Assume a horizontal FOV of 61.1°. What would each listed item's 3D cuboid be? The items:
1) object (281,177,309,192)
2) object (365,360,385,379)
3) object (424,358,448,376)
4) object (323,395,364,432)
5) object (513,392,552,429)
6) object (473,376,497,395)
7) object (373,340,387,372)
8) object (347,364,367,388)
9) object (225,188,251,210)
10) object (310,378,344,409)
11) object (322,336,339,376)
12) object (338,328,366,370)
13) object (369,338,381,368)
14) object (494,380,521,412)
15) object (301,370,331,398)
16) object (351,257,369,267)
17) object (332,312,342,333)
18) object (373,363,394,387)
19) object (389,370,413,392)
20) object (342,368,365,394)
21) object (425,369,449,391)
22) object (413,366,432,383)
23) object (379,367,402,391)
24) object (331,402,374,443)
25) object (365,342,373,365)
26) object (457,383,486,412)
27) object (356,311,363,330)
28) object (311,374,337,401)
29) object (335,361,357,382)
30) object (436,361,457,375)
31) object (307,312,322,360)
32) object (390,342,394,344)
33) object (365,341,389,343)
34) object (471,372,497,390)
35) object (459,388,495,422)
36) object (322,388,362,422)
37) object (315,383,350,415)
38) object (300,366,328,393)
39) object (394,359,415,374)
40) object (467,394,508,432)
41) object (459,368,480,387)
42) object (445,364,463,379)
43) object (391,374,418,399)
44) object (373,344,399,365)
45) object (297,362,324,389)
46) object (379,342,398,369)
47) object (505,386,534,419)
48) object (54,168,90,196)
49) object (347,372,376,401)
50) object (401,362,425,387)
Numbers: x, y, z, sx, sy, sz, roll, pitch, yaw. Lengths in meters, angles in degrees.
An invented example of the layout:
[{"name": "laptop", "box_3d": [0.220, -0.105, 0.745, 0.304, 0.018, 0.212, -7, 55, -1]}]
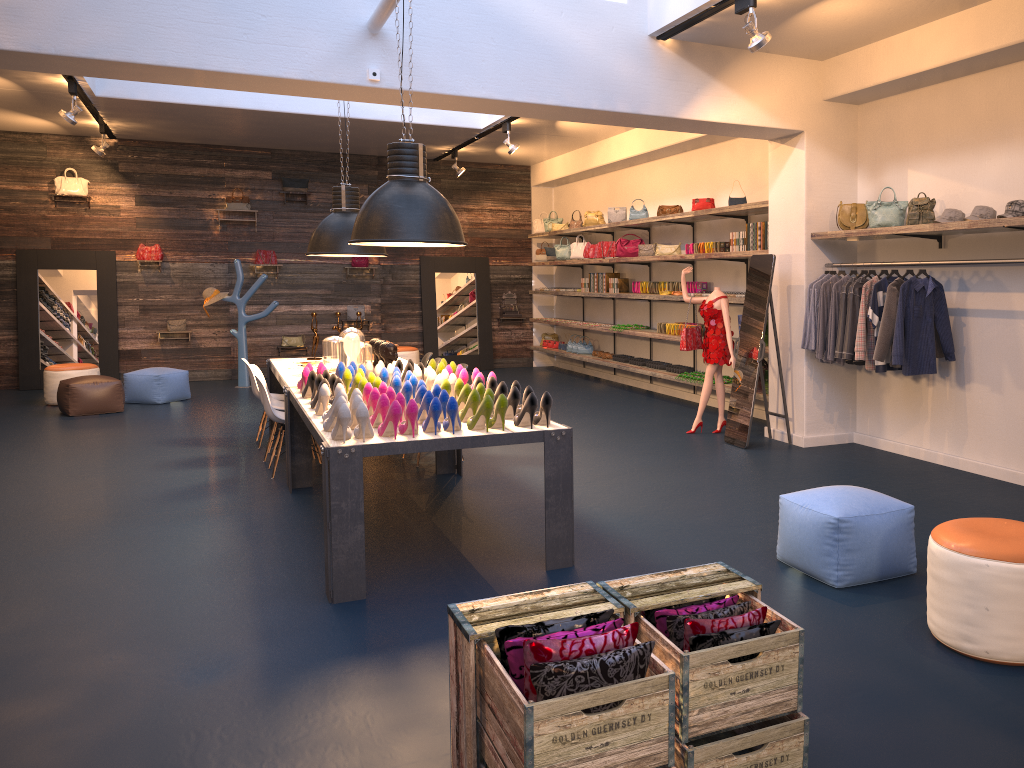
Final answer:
[{"name": "object", "box_3d": [-3.327, -3.055, 13.336, 0.449, 0.231, 0.165, -3, 5, -30]}, {"name": "object", "box_3d": [-1.015, -0.084, 6.408, 0.212, 0.194, 0.232, -1, 5, -15]}, {"name": "object", "box_3d": [-0.580, -0.105, 6.595, 0.214, 0.194, 0.228, -2, 6, -21]}, {"name": "object", "box_3d": [-0.862, 0.145, 4.484, 0.217, 0.194, 0.225, -3, 6, -30]}, {"name": "object", "box_3d": [0.119, 0.129, 4.649, 0.214, 0.194, 0.228, -2, 6, -21]}, {"name": "object", "box_3d": [-0.174, 0.040, 5.390, 0.211, 0.194, 0.233, -1, 5, -13]}, {"name": "object", "box_3d": [-1.058, -0.218, 7.141, 0.164, 0.284, 0.145, -2, 4, -23]}, {"name": "object", "box_3d": [-1.115, -0.045, 6.077, 0.217, 0.194, 0.225, -3, 6, -30]}, {"name": "object", "box_3d": [-4.103, -2.763, 12.992, 0.367, 0.334, 0.158, -1, 4, -13]}, {"name": "object", "box_3d": [-1.107, 0.053, 5.252, 0.216, 0.194, 0.226, -3, 6, -26]}, {"name": "object", "box_3d": [-1.407, -0.215, 6.890, 0.189, 0.334, 0.183, 0, 4, -4]}, {"name": "object", "box_3d": [-1.232, -0.230, 6.694, 0.218, 0.411, 0.186, -3, 4, -34]}, {"name": "object", "box_3d": [-1.134, -0.245, 7.364, 0.164, 0.284, 0.145, -2, 4, -23]}, {"name": "object", "box_3d": [-0.041, 0.069, 5.155, 0.214, 0.194, 0.228, -2, 6, -21]}, {"name": "object", "box_3d": [-1.278, -0.004, 5.725, 0.214, 0.194, 0.228, -2, 6, -21]}, {"name": "object", "box_3d": [-2.423, -1.979, 13.831, 0.265, 0.242, 0.204, -3, 5, -27]}, {"name": "object", "box_3d": [-1.726, -0.480, 8.546, 0.132, 0.467, 0.147, 1, 4, 21]}, {"name": "object", "box_3d": [-0.921, -0.056, 6.170, 0.214, 0.194, 0.228, -2, 6, -21]}, {"name": "object", "box_3d": [-0.732, 0.000, 5.706, 0.214, 0.194, 0.228, -2, 6, -21]}, {"name": "object", "box_3d": [-1.070, -0.017, 5.837, 0.213, 0.194, 0.230, -2, 6, -18]}, {"name": "object", "box_3d": [-0.508, -0.010, 5.803, 0.214, 0.194, 0.228, -2, 6, -21]}, {"name": "object", "box_3d": [-0.636, -0.036, 6.012, 0.216, 0.194, 0.226, -3, 6, -26]}, {"name": "object", "box_3d": [-0.846, -0.028, 5.940, 0.214, 0.194, 0.228, -2, 6, -21]}, {"name": "object", "box_3d": [-0.775, 0.176, 4.230, 0.212, 0.194, 0.231, -2, 5, -16]}, {"name": "object", "box_3d": [-1.196, -0.192, 6.898, 0.188, 0.288, 0.161, -3, 5, -34]}, {"name": "object", "box_3d": [-0.249, 0.083, 5.030, 0.216, 0.194, 0.226, -3, 6, -26]}, {"name": "object", "box_3d": [-1.510, -0.491, 8.650, 0.128, 0.467, 0.151, 3, 5, 44]}, {"name": "object", "box_3d": [-1.171, 0.023, 5.504, 0.211, 0.194, 0.232, -1, 5, -14]}, {"name": "object", "box_3d": [-1.214, -0.075, 6.327, 0.214, 0.194, 0.228, -2, 6, -21]}, {"name": "object", "box_3d": [-0.494, -0.076, 6.357, 0.214, 0.194, 0.228, -2, 6, -21]}, {"name": "object", "box_3d": [-1.929, -0.470, 8.453, 0.145, 0.467, 0.135, -1, 3, -11]}, {"name": "object", "box_3d": [-1.298, -0.290, 8.083, 0.477, 0.202, 0.205, -5, 7, -42]}, {"name": "object", "box_3d": [-1.379, -0.319, 8.325, 0.476, 0.202, 0.205, -4, 7, -36]}, {"name": "object", "box_3d": [-0.197, 0.010, 5.644, 0.216, 0.194, 0.226, -2, 6, -25]}, {"name": "object", "box_3d": [-0.189, 0.111, 4.793, 0.214, 0.194, 0.228, -2, 6, -21]}, {"name": "object", "box_3d": [-0.921, 0.114, 4.743, 0.218, 0.194, 0.223, -4, 6, -35]}, {"name": "object", "box_3d": [-1.033, 0.082, 5.006, 0.210, 0.194, 0.233, -1, 5, -13]}, {"name": "object", "box_3d": [-1.355, -0.034, 5.974, 0.215, 0.194, 0.235, -1, 5, -10]}, {"name": "object", "box_3d": [-0.820, -0.097, 6.521, 0.214, 0.194, 0.228, -2, 6, -21]}, {"name": "object", "box_3d": [-0.123, 0.141, 4.543, 0.217, 0.194, 0.225, -3, 6, -28]}, {"name": "object", "box_3d": [-0.296, -0.020, 5.892, 0.211, 0.194, 0.232, -1, 5, -15]}, {"name": "object", "box_3d": [-0.427, -0.048, 6.124, 0.214, 0.194, 0.228, -2, 6, -21]}, {"name": "object", "box_3d": [-0.681, 0.030, 5.461, 0.221, 0.194, 0.229, -2, 6, -22]}, {"name": "object", "box_3d": [-1.222, -0.263, 7.860, 0.477, 0.202, 0.205, -5, 7, -42]}, {"name": "object", "box_3d": [-1.426, -0.064, 6.220, 0.217, 0.194, 0.226, -3, 6, -27]}, {"name": "object", "box_3d": [-0.979, -0.190, 6.911, 0.164, 0.284, 0.145, -2, 4, -23]}, {"name": "object", "box_3d": [0.030, 0.099, 4.898, 0.214, 0.194, 0.228, -2, 6, -21]}, {"name": "object", "box_3d": [-6.103, -2.801, 12.046, 0.461, 0.384, 0.178, -4, 5, -35]}, {"name": "object", "box_3d": [-0.957, 0.014, 5.586, 0.214, 0.194, 0.228, -2, 6, -21]}, {"name": "object", "box_3d": [-0.722, -0.066, 6.265, 0.215, 0.194, 0.227, -2, 6, -24]}]
